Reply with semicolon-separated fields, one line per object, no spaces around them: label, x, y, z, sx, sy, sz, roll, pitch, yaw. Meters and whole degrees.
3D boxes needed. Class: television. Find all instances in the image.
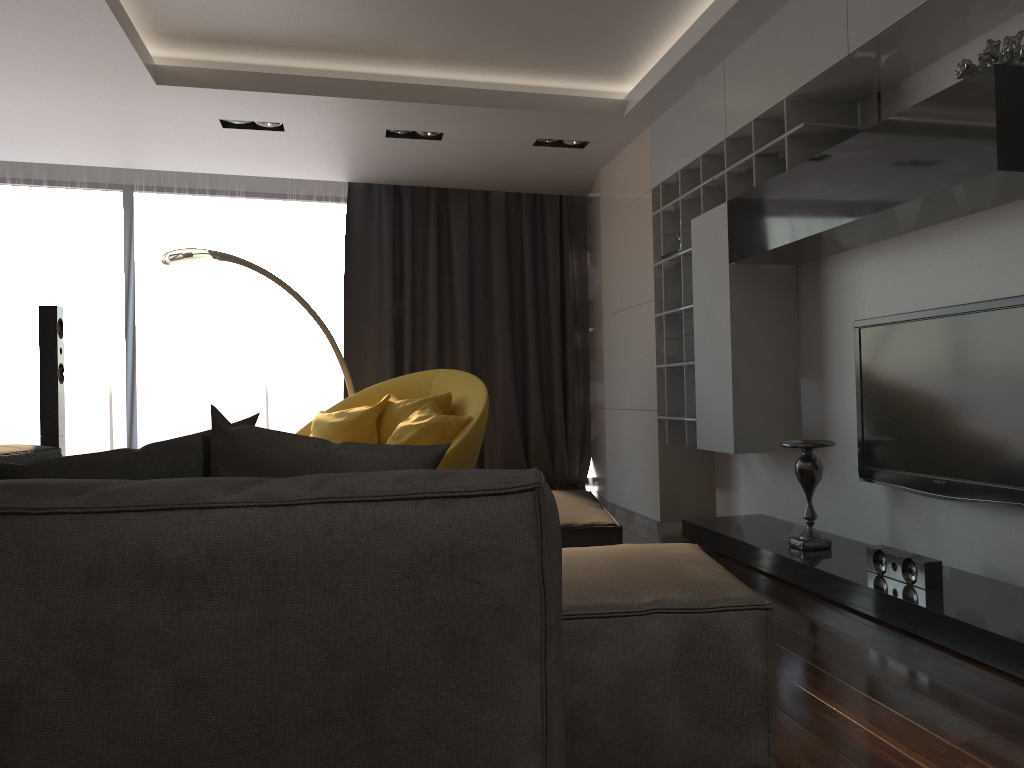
television;1.654;0.073;3.299;0.148;0.714;1.073;-1;-1;-10

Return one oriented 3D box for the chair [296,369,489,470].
chair;-0.820;0.405;5.391;1.436;1.005;1.198;-2;-1;43

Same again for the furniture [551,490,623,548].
furniture;-0.157;0.644;3.394;1.105;0.440;1.087;-1;-1;-4

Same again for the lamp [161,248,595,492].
lamp;-0.391;0.022;6.753;4.462;1.779;0.551;-1;-1;-35

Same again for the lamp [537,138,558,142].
lamp;0.241;-1.659;5.892;0.175;0.077;0.178;-1;-1;6

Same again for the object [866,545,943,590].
object;1.442;0.671;3.247;0.074;0.094;0.351;-1;-1;-11

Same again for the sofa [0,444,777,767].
sofa;-0.796;0.521;2.556;2.763;0.704;2.461;-1;-1;-4

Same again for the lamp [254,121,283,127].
lamp;-1.492;-1.623;5.392;0.178;0.077;0.176;-1;-1;-1

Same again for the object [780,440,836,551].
object;1.327;0.492;3.925;0.249;0.475;0.230;-1;-1;-21

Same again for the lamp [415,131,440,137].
lamp;-0.537;-1.643;5.667;0.178;0.077;0.176;-1;-1;-1

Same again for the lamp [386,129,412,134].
lamp;-0.716;-1.639;5.616;0.175;0.077;0.178;-1;-1;6

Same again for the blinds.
blinds;-2.959;-0.467;6.463;7.794;2.894;0.718;-1;-1;-23

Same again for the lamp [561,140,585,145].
lamp;0.419;-1.663;5.944;0.178;0.077;0.176;-1;-1;-1

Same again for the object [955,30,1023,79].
object;1.599;-1.044;2.852;0.333;0.177;0.314;-1;-1;-14

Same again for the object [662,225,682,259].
object;1.077;-0.880;5.273;0.292;0.227;0.277;-1;-1;-14

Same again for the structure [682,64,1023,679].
structure;1.419;-0.060;3.572;0.492;1.766;2.809;-1;-1;-11

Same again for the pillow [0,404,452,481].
pillow;-1.255;0.274;2.036;1.991;0.431;1.112;-2;-1;38

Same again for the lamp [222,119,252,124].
lamp;-1.671;-1.619;5.340;0.183;0.077;0.171;-1;-1;-19

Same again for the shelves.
shelves;1.259;-0.447;4.668;0.389;1.601;1.872;-1;-1;-11
